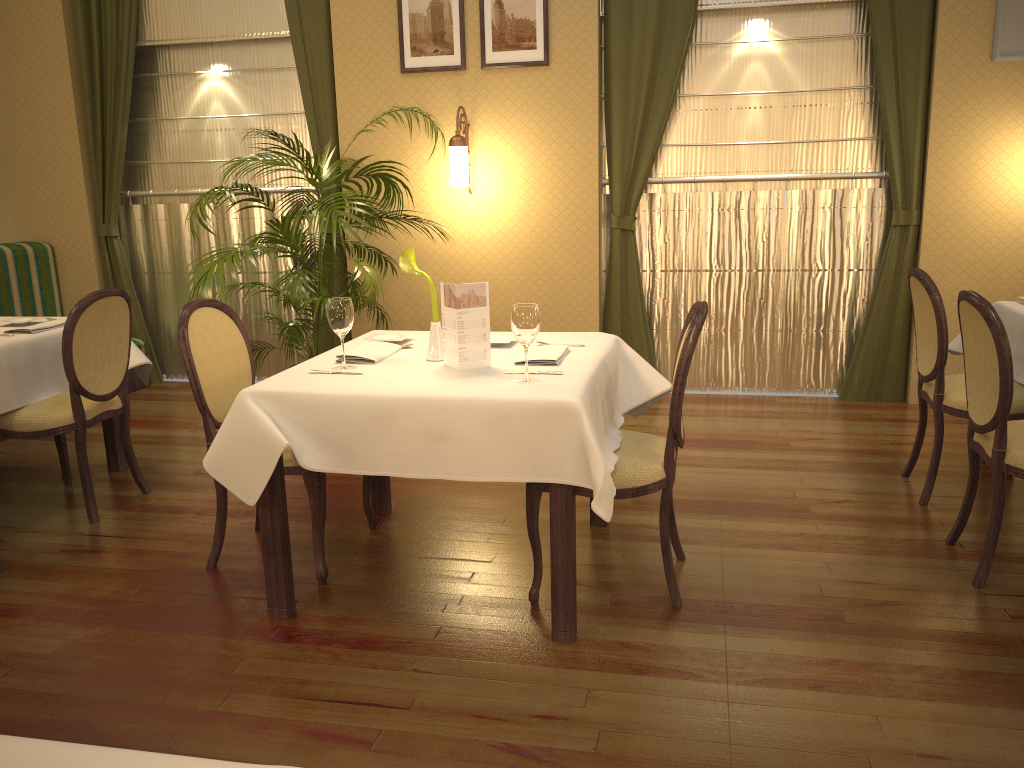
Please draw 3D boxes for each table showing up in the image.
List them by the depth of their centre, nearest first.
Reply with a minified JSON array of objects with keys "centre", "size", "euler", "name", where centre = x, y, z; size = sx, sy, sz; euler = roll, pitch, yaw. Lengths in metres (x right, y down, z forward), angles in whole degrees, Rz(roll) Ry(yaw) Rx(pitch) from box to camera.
[{"centre":[-0.727,0.869,0.553],"size":[1.389,0.759,1.395],"euler":[2,13,14],"name":"table"},{"centre":[-0.166,0.275,3.125],"size":[1.389,0.759,1.395],"euler":[2,13,14],"name":"table"},{"centre":[2.560,0.185,3.213],"size":[1.385,0.759,2.152],"euler":[1,13,12],"name":"table"},{"centre":[-2.529,0.220,3.631],"size":[1.385,0.759,2.152],"euler":[1,13,12],"name":"table"}]

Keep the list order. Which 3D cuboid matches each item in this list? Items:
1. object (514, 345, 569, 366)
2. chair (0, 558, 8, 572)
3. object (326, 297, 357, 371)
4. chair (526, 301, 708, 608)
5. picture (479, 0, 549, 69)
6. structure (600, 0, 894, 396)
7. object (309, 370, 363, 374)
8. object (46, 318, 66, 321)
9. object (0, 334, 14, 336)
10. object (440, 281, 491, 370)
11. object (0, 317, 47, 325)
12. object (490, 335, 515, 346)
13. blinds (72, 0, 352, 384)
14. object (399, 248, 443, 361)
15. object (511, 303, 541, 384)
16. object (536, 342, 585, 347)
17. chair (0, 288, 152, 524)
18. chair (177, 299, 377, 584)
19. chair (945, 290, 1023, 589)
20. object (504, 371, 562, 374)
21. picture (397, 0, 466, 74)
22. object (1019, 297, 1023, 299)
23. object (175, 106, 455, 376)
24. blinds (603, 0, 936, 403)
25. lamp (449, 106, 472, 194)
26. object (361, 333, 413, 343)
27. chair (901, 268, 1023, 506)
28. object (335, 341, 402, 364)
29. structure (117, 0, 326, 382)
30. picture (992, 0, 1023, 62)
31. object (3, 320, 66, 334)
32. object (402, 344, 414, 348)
[{"centre":[0.104,-0.098,2.995],"size":[0.142,0.024,0.273],"euler":[1,13,12],"name":"object"},{"centre":[-2.128,0.255,2.999],"size":[0.571,0.955,0.530],"euler":[1,13,12],"name":"chair"},{"centre":[-0.553,-0.163,2.881],"size":[0.088,0.229,0.088],"euler":[-9,15,-29],"name":"object"},{"centre":[0.349,0.203,2.948],"size":[0.571,0.955,0.530],"euler":[1,13,12],"name":"chair"},{"centre":[0.009,-2.193,5.228],"size":[0.412,0.619,0.022],"euler":[1,13,12],"name":"picture"},{"centre":[1.436,-2.138,5.112],"size":[1.900,4.511,0.134],"euler":[1,13,12],"name":"structure"},{"centre":[-0.560,-0.038,2.824],"size":[0.185,0.010,0.017],"euler":[2,13,13],"name":"object"},{"centre":[-2.104,-0.301,4.155],"size":[0.181,0.015,0.038],"euler":[2,13,13],"name":"object"},{"centre":[-2.201,-0.210,3.770],"size":[0.185,0.010,0.017],"euler":[1,13,12],"name":"object"},{"centre":[-0.162,-0.185,2.834],"size":[0.166,0.277,0.081],"euler":[3,13,18],"name":"object"},{"centre":[-2.259,-0.283,4.075],"size":[0.160,0.024,0.160],"euler":[1,13,12],"name":"object"},{"centre":[-0.073,-0.155,3.261],"size":[0.160,0.024,0.160],"euler":[1,13,12],"name":"object"},{"centre":[-2.010,-2.204,5.735],"size":[1.934,4.537,0.225],"euler":[1,13,11],"name":"blinds"},{"centre":[-0.295,-0.270,2.996],"size":[0.163,0.375,0.076],"euler":[7,15,33],"name":"object"},{"centre":[0.042,-0.120,2.625],"size":[0.088,0.229,0.088],"euler":[-9,15,-29],"name":"object"},{"centre":[0.175,-0.143,3.200],"size":[0.181,0.015,0.038],"euler":[2,13,13],"name":"object"},{"centre":[-1.920,0.070,3.795],"size":[0.571,0.955,0.530],"euler":[1,13,12],"name":"chair"},{"centre":[-0.855,0.165,3.255],"size":[0.571,0.955,0.530],"euler":[1,13,12],"name":"chair"},{"centre":[1.772,0.166,2.955],"size":[0.571,0.955,0.530],"euler":[1,13,12],"name":"chair"},{"centre":[0.064,-0.036,2.748],"size":[0.185,0.010,0.017],"euler":[1,13,12],"name":"object"},{"centre":[-0.488,-2.204,5.334],"size":[0.412,0.619,0.022],"euler":[1,13,12],"name":"picture"},{"centre":[2.343,-0.363,3.911],"size":[0.160,0.024,0.160],"euler":[1,13,12],"name":"object"},{"centre":[-1.082,-0.690,5.168],"size":[1.496,1.807,1.552],"euler":[-3,13,-7],"name":"object"},{"centre":[1.418,-2.124,4.995],"size":[1.878,4.537,0.129],"euler":[1,13,12],"name":"blinds"},{"centre":[-0.313,-1.400,5.320],"size":[0.114,0.513,0.323],"euler":[-1,13,1],"name":"lamp"},{"centre":[-0.470,-0.167,3.360],"size":[0.160,0.024,0.160],"euler":[1,13,12],"name":"object"},{"centre":[1.933,-0.004,3.691],"size":[0.571,0.955,0.530],"euler":[1,13,12],"name":"chair"},{"centre":[-0.497,-0.110,3.097],"size":[0.142,0.033,0.273],"euler":[1,13,12],"name":"object"},{"centre":[-1.988,-2.217,5.847],"size":[1.942,4.511,0.123],"euler":[1,13,12],"name":"structure"},{"centre":[2.824,-2.100,4.630],"size":[0.512,0.769,0.027],"euler":[1,13,12],"name":"picture"},{"centre":[-2.096,-0.255,3.936],"size":[0.142,0.024,0.273],"euler":[1,13,12],"name":"object"},{"centre":[-0.447,-0.140,3.254],"size":[0.181,0.015,0.038],"euler":[2,13,13],"name":"object"}]
